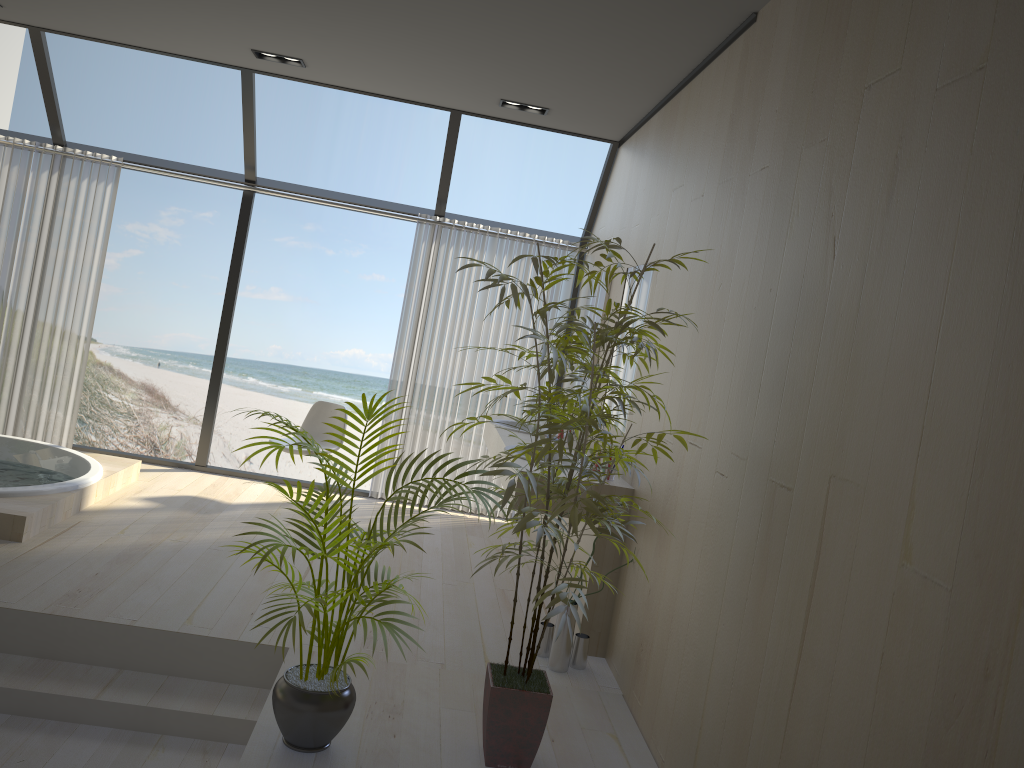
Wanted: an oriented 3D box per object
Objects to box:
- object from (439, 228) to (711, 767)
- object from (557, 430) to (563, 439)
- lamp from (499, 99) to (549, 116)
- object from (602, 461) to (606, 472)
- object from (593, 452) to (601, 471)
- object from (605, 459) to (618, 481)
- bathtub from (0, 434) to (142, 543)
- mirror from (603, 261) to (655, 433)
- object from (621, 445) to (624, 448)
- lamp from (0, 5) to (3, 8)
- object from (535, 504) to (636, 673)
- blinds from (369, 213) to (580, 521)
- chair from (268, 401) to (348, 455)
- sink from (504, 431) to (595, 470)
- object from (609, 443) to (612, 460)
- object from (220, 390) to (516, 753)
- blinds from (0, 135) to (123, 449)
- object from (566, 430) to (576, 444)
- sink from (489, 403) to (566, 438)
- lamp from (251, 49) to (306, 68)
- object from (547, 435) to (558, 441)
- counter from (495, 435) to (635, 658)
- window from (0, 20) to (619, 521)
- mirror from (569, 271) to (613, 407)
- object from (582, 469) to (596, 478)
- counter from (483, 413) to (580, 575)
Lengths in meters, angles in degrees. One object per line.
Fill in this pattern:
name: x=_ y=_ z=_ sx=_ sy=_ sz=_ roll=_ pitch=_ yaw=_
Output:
object: x=0.192 y=0.379 z=2.887 sx=0.789 sy=1.756 sz=0.933 roll=10 pitch=1 yaw=20
object: x=0.303 y=0.281 z=5.410 sx=0.039 sy=0.135 sz=0.038 roll=10 pitch=0 yaw=43
lamp: x=0.081 y=-1.755 z=5.453 sx=0.300 sy=0.112 sz=0.164 roll=10 pitch=2 yaw=-5
object: x=0.465 y=0.375 z=4.306 sx=0.039 sy=0.135 sz=0.039 roll=10 pitch=0 yaw=36
object: x=0.408 y=0.371 z=4.208 sx=0.039 sy=0.135 sz=0.039 roll=10 pitch=0 yaw=36
object: x=0.459 y=0.403 z=4.124 sx=0.058 sy=0.100 sz=0.058 roll=10 pitch=1 yaw=5
bathtub: x=-3.262 y=0.480 z=4.905 sx=1.819 sy=0.698 sz=1.651 roll=10 pitch=3 yaw=-5
mirror: x=0.619 y=-0.203 z=4.682 sx=0.023 sy=0.868 sz=0.654 roll=10 pitch=1 yaw=-6
object: x=0.481 y=0.365 z=4.118 sx=0.054 sy=0.175 sz=0.012 roll=10 pitch=0 yaw=20
lamp: x=-3.155 y=-2.307 z=5.162 sx=0.300 sy=0.112 sz=0.164 roll=10 pitch=2 yaw=-5
object: x=0.355 y=0.866 z=3.847 sx=0.405 sy=0.749 sz=0.275 roll=10 pitch=0 yaw=-17
blinds: x=-0.270 y=-0.111 z=6.424 sx=1.181 sy=2.070 sz=0.084 roll=10 pitch=0 yaw=-5
chair: x=-1.355 y=0.299 z=5.983 sx=0.370 sy=0.347 sz=0.453 roll=11 pitch=2 yaw=23
sink: x=0.209 y=0.362 z=4.534 sx=0.504 sy=0.419 sz=0.574 roll=10 pitch=2 yaw=-2
object: x=0.450 y=0.359 z=4.099 sx=0.012 sy=0.178 sz=0.049 roll=10 pitch=0 yaw=34
object: x=-0.588 y=0.539 z=2.779 sx=0.920 sy=1.157 sz=0.748 roll=11 pitch=1 yaw=28
blinds: x=-3.463 y=-0.656 z=6.136 sx=1.181 sy=2.070 sz=0.084 roll=10 pitch=0 yaw=-5
object: x=0.354 y=0.313 z=5.325 sx=0.058 sy=0.100 sz=0.058 roll=10 pitch=1 yaw=1
sink: x=0.104 y=0.273 z=5.735 sx=0.504 sy=0.419 sz=0.574 roll=10 pitch=2 yaw=-2
lamp: x=-1.391 y=-2.006 z=5.320 sx=0.300 sy=0.112 sz=0.164 roll=10 pitch=2 yaw=-5
object: x=0.257 y=0.327 z=5.339 sx=0.105 sy=0.029 sz=0.032 roll=12 pitch=3 yaw=35
counter: x=0.180 y=0.776 z=4.572 sx=0.550 sy=0.790 sz=1.208 roll=10 pitch=2 yaw=-6
window: x=-1.782 y=-0.705 z=6.089 sx=4.556 sy=2.814 sz=0.746 roll=10 pitch=0 yaw=-5
mirror: x=0.502 y=-0.285 z=5.711 sx=0.023 sy=0.868 sz=0.654 roll=10 pitch=1 yaw=-6
object: x=0.362 y=0.417 z=4.137 sx=0.105 sy=0.029 sz=0.032 roll=12 pitch=3 yaw=35
counter: x=0.075 y=0.687 z=5.773 sx=0.550 sy=0.790 sz=1.208 roll=10 pitch=2 yaw=-6
